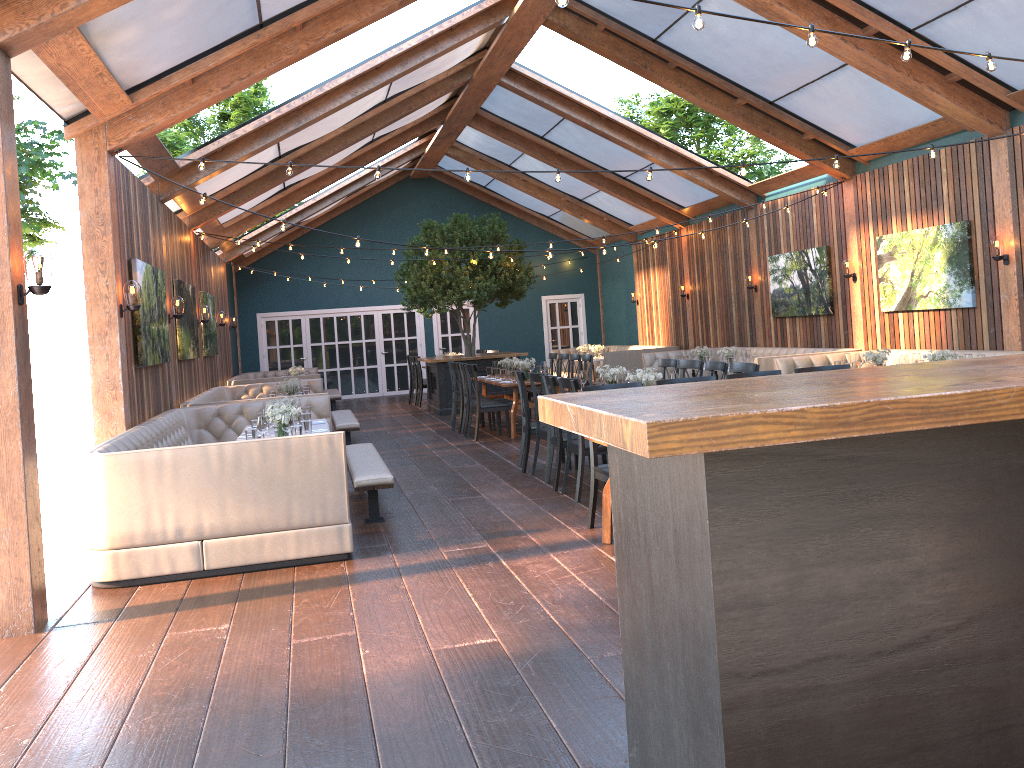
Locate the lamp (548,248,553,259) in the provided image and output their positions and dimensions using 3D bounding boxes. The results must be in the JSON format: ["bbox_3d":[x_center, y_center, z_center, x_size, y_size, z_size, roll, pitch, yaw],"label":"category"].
[{"bbox_3d":[0.433,-1.474,9.968,0.056,0.120,0.056,-4,1,-7],"label":"lamp"}]

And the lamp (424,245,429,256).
[{"bbox_3d":[-0.888,-1.386,9.192,0.056,0.120,0.056,-3,1,37],"label":"lamp"}]

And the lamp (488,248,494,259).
[{"bbox_3d":[-0.229,-1.410,9.586,0.056,0.121,0.056,-4,1,-14],"label":"lamp"}]

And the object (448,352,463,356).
[{"bbox_3d":[-1.162,-0.513,18.429,0.329,0.309,0.336,-4,2,2],"label":"object"}]

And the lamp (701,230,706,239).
[{"bbox_3d":[2.396,-1.873,11.089,0.056,0.120,0.056,-4,1,15],"label":"lamp"}]

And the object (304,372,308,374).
[{"bbox_3d":[-4.255,-0.161,18.307,0.092,0.158,0.091,-4,1,-27],"label":"object"}]

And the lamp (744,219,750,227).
[{"bbox_3d":[3.042,-2.083,11.448,0.071,0.116,0.056,-4,1,9],"label":"lamp"}]

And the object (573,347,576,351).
[{"bbox_3d":[1.458,-0.734,20.478,0.092,0.244,0.092,-4,0,29],"label":"object"}]

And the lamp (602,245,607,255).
[{"bbox_3d":[1.079,-1.570,10.361,0.056,0.120,0.056,-4,1,6],"label":"lamp"}]

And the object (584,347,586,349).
[{"bbox_3d":[1.696,-0.748,20.437,0.092,0.244,0.092,-4,0,29],"label":"object"}]

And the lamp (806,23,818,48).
[{"bbox_3d":[1.514,-1.759,4.467,0.056,0.121,0.056,-4,1,13],"label":"lamp"}]

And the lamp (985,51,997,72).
[{"bbox_3d":[2.832,-1.905,5.230,0.056,0.120,0.056,-4,1,33],"label":"lamp"}]

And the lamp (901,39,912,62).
[{"bbox_3d":[2.163,-1.829,4.857,0.056,0.120,0.056,-4,1,-7],"label":"lamp"}]

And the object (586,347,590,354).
[{"bbox_3d":[1.668,-0.684,19.485,0.092,0.244,0.092,-4,0,35],"label":"object"}]

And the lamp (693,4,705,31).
[{"bbox_3d":[0.860,-1.691,4.082,0.056,0.121,0.056,-4,1,6],"label":"lamp"}]

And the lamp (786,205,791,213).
[{"bbox_3d":[3.681,-2.334,11.796,0.060,0.119,0.056,-4,1,9],"label":"lamp"}]

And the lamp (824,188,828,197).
[{"bbox_3d":[4.303,-2.625,12.141,0.063,0.119,0.056,-4,1,-30],"label":"lamp"}]

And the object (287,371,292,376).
[{"bbox_3d":[-4.344,-0.131,17.272,0.092,0.244,0.092,-4,0,35],"label":"object"}]

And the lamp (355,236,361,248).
[{"bbox_3d":[-1.532,-1.414,8.791,0.056,0.120,0.056,-4,1,-16],"label":"lamp"}]

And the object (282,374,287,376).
[{"bbox_3d":[-4.603,-0.113,17.938,0.092,0.158,0.091,-4,1,-27],"label":"object"}]

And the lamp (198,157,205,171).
[{"bbox_3d":[-2.655,-1.880,7.567,0.056,0.118,0.064,-4,1,-39],"label":"lamp"}]

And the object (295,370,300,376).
[{"bbox_3d":[-4.168,-0.141,17.240,0.092,0.244,0.092,-4,0,35],"label":"object"}]

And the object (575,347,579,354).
[{"bbox_3d":[1.501,-0.722,20.240,0.092,0.244,0.092,-4,0,29],"label":"object"}]

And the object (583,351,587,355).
[{"bbox_3d":[1.600,-0.631,19.401,0.092,0.158,0.091,-4,1,-27],"label":"object"}]

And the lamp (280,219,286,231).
[{"bbox_3d":[-2.176,-1.507,8.398,0.056,0.119,0.059,-4,1,18],"label":"lamp"}]

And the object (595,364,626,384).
[{"bbox_3d":[1.019,-0.053,9.018,0.328,0.309,0.337,-3,2,22],"label":"object"}]

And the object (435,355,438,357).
[{"bbox_3d":[-1.664,-0.521,19.587,0.092,0.244,0.092,-4,0,29],"label":"object"}]

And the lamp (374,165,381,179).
[{"bbox_3d":[-1.135,-1.793,7.502,0.075,0.114,0.056,-3,1,33],"label":"lamp"}]

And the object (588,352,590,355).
[{"bbox_3d":[1.769,-0.715,20.520,0.092,0.158,0.091,-4,1,-27],"label":"object"}]

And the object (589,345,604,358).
[{"bbox_3d":[1.848,-0.715,19.264,0.335,0.309,0.330,-3,2,29],"label":"object"}]

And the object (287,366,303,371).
[{"bbox_3d":[-4.550,-0.237,18.624,0.328,0.309,0.337,-2,3,42],"label":"object"}]

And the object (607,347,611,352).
[{"bbox_3d":[2.050,-0.659,18.690,0.092,0.244,0.092,-4,0,35],"label":"object"}]

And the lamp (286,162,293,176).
[{"bbox_3d":[-1.898,-1.834,7.539,0.056,0.114,0.075,-4,1,-15],"label":"lamp"}]

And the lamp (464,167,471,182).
[{"bbox_3d":[-0.373,-1.760,7.428,0.056,0.120,0.056,-4,1,-37],"label":"lamp"}]

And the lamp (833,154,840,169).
[{"bbox_3d":[2.660,-1.822,7.252,0.056,0.119,0.059,-4,1,-33],"label":"lamp"}]

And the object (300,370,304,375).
[{"bbox_3d":[-4.165,-0.157,17.486,0.092,0.244,0.092,-4,0,35],"label":"object"}]

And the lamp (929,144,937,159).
[{"bbox_3d":[3.416,-1.887,7.185,0.056,0.121,0.056,-4,1,21],"label":"lamp"}]

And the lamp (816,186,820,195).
[{"bbox_3d":[4.271,-2.702,12.357,0.056,0.121,0.056,-4,1,9],"label":"lamp"}]

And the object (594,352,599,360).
[{"bbox_3d":[1.784,-0.594,18.626,0.092,0.158,0.091,-4,1,-27],"label":"object"}]

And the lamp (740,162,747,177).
[{"bbox_3d":[1.905,-1.771,7.296,0.056,0.121,0.056,-4,1,-45],"label":"lamp"}]

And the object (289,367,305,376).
[{"bbox_3d":[-4.347,-0.198,17.817,0.335,0.309,0.330,-3,2,29],"label":"object"}]

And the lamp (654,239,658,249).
[{"bbox_3d":[1.742,-1.702,10.724,0.056,0.121,0.056,-4,1,-26],"label":"lamp"}]

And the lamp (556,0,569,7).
[{"bbox_3d":[0.208,-1.635,3.695,0.056,0.121,0.056,-4,1,3],"label":"lamp"}]

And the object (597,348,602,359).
[{"bbox_3d":[1.851,-0.647,18.710,0.092,0.244,0.092,-4,0,35],"label":"object"}]

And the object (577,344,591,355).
[{"bbox_3d":[1.645,-0.753,20.071,0.328,0.309,0.337,-2,3,42],"label":"object"}]

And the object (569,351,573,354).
[{"bbox_3d":[1.378,-0.691,20.549,0.092,0.158,0.091,-4,1,-27],"label":"object"}]

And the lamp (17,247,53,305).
[{"bbox_3d":[-2.656,-0.604,4.936,0.178,0.320,0.146,-4,1,-13],"label":"lamp"}]

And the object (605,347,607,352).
[{"bbox_3d":[2.047,-0.674,18.926,0.092,0.244,0.092,-4,0,35],"label":"object"}]

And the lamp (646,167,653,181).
[{"bbox_3d":[1.137,-1.743,7.348,0.057,0.120,0.056,-4,1,-19],"label":"lamp"}]

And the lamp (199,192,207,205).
[{"bbox_3d":[-2.795,-1.677,8.001,0.068,0.117,0.056,-4,1,-6],"label":"lamp"}]

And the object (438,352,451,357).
[{"bbox_3d":[-1.461,-0.557,19.419,0.329,0.309,0.336,-4,2,-15],"label":"object"}]

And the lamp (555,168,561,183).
[{"bbox_3d":[0.382,-1.742,7.394,0.056,0.121,0.056,-4,1,2],"label":"lamp"}]

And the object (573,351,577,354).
[{"bbox_3d":[1.433,-0.669,20.156,0.092,0.158,0.091,-4,1,-27],"label":"object"}]
